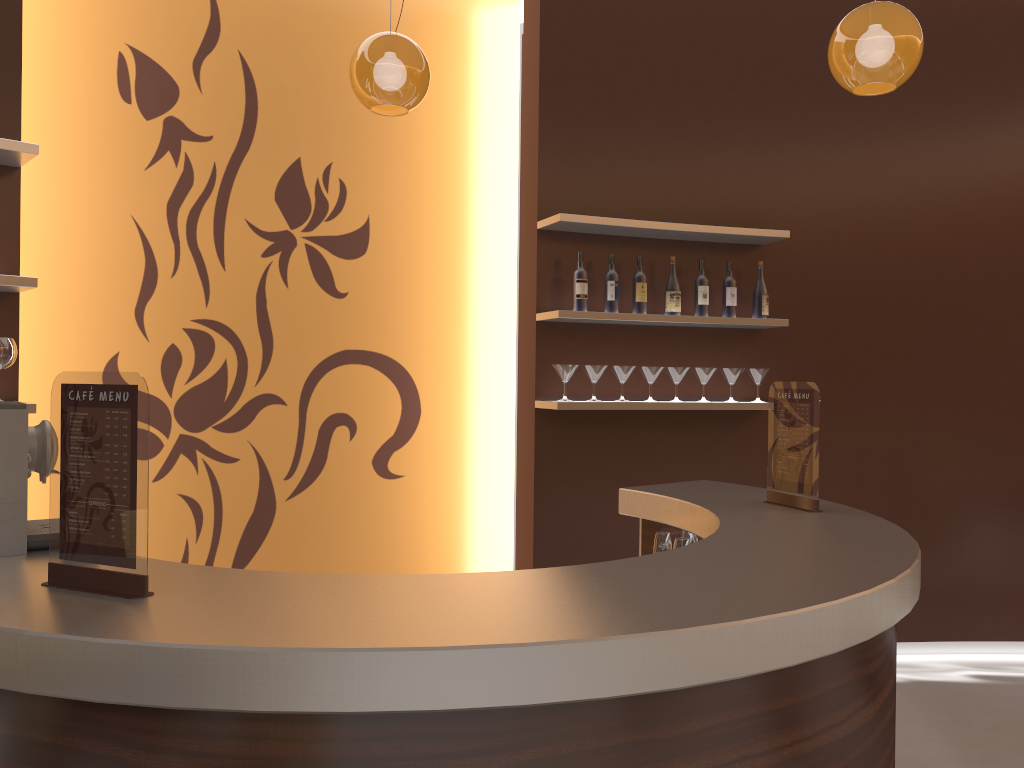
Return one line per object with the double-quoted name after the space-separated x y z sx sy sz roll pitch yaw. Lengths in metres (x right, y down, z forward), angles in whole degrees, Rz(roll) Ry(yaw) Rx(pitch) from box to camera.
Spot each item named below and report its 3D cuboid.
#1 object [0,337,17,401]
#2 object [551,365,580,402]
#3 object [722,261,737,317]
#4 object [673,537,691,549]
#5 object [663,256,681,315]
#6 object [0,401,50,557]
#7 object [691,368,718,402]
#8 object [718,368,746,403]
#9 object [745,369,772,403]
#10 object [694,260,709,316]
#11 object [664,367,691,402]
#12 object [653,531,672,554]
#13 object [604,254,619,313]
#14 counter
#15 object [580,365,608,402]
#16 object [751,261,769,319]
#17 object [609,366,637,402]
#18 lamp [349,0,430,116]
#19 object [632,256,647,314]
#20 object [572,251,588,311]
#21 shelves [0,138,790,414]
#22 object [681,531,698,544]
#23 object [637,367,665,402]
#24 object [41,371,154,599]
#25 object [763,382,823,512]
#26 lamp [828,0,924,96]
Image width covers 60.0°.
-1.748 -0.046 3.004 0.125 0.221 0.125 1 0 35 "object"
0.253 -0.004 4.231 0.137 0.174 0.137 1 0 -25 "object"
1.108 -0.476 4.522 0.073 0.297 0.073 0 0 -42 "object"
0.588 0.608 3.065 0.067 0.148 0.067 1 0 15 "object"
0.802 -0.485 4.434 0.086 0.303 0.086 1 0 -6 "object"
-1.219 0.213 2.077 0.373 0.340 0.270 1 0 -35 "object"
0.971 0.005 4.492 0.137 0.174 0.137 1 0 -15 "object"
1.122 0.007 4.535 0.137 0.174 0.137 1 0 35 "object"
1.271 0.009 4.580 0.137 0.174 0.137 1 0 -15 "object"
0.956 -0.478 4.476 0.073 0.297 0.073 0 0 -42 "object"
0.825 0.004 4.446 0.137 0.174 0.137 1 0 -15 "object"
0.541 0.607 3.184 0.067 0.148 0.067 1 0 36 "object"
0.484 -0.483 4.308 0.073 0.297 0.073 0 0 -42 "object"
0.053 0.949 2.246 2.917 1.100 1.586 1 0 -35 "counter"
0.397 -0.003 4.288 0.137 0.174 0.137 1 0 -25 "object"
1.278 -0.479 4.568 0.086 0.303 0.086 1 0 25 "object"
0.541 -0.001 4.346 0.137 0.174 0.137 1 0 -15 "object"
-0.445 -1.763 3.285 0.299 1.500 0.299 1 0 28 "lamp"
0.628 -0.481 4.366 0.073 0.297 0.073 1 0 8 "object"
0.326 -0.485 4.242 0.073 0.297 0.073 0 0 -42 "object"
-0.699 -0.342 3.481 4.744 0.902 0.586 1 0 -32 "shelves"
0.644 0.608 3.231 0.067 0.148 0.067 1 0 10 "object"
0.687 0.002 4.395 0.137 0.174 0.137 1 0 -15 "object"
-0.787 0.183 1.685 0.258 0.414 0.052 1 0 24 "object"
0.930 0.200 2.936 0.052 0.414 0.258 1 0 -21 "object"
1.227 -1.740 2.978 0.299 1.500 0.299 1 0 28 "lamp"
